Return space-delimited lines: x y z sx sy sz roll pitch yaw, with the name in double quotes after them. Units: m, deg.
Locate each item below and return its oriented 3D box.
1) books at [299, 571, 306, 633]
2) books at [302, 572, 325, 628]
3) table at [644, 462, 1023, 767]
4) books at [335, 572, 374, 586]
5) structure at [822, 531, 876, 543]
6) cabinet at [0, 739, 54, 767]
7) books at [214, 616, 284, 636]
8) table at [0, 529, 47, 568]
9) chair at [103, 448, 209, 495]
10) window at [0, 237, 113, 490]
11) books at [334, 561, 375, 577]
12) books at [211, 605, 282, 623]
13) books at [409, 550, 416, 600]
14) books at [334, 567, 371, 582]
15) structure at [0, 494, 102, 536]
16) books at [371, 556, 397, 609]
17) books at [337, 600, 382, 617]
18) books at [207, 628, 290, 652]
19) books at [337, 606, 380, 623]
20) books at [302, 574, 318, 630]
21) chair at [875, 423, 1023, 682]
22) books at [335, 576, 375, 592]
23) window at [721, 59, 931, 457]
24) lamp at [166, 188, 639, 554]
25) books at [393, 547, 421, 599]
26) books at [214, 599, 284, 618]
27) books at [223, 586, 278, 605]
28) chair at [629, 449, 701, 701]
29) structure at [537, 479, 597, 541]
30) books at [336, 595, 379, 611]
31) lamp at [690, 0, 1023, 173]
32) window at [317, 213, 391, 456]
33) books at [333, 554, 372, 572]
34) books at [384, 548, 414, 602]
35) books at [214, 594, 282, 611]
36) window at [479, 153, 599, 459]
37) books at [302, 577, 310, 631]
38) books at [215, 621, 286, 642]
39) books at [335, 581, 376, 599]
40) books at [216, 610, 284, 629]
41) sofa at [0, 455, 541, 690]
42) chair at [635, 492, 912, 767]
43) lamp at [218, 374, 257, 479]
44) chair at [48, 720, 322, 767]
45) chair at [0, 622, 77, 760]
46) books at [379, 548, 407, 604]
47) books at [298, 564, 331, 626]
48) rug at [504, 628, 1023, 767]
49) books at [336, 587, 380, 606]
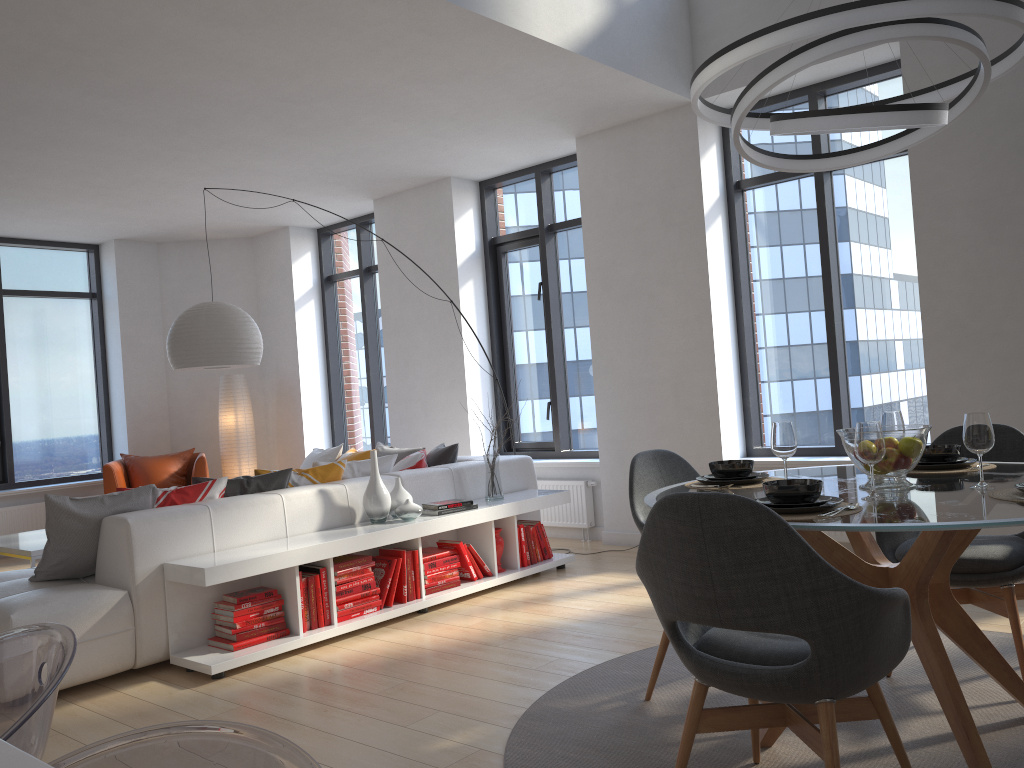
-1.087 1.057 4.325 0.208 0.294 0.036 -5 -1 41 "books"
-1.011 1.068 4.401 0.195 0.259 0.042 -5 -1 41 "books"
1.198 0.703 2.780 1.499 0.764 1.499 -5 -1 30 "table"
-0.863 0.998 4.578 0.178 0.023 0.236 -5 -1 41 "books"
1.998 0.839 5.479 1.015 0.460 0.110 -5 -1 41 "structure"
-1.403 0.002 0.044 4.694 2.501 2.402 -5 -1 41 "cabinet"
-1.243 1.134 4.199 0.266 0.026 0.187 -4 -1 -43 "books"
-2.823 1.198 5.904 1.091 0.435 1.091 -5 -1 41 "table"
-3.307 1.060 8.367 0.896 0.858 0.843 -4 -1 -17 "chair"
-4.878 -0.198 8.456 0.170 2.402 1.960 -5 -1 41 "window"
-0.867 0.949 4.580 0.187 0.026 0.266 -5 -1 35 "books"
-1.260 1.084 4.219 0.191 0.028 0.261 -5 -1 41 "books"
-0.603 1.042 4.857 0.188 0.266 0.028 -5 -1 41 "books"
-0.883 0.976 4.570 0.182 0.025 0.257 -5 -1 41 "books"
-4.495 1.347 8.245 0.110 0.460 1.474 -5 -1 41 "structure"
-0.716 1.056 4.726 0.188 0.247 0.144 -5 -1 41 "books"
-0.839 1.145 4.562 0.188 0.030 0.282 -5 -1 42 "books"
-1.243 1.196 4.193 0.227 0.032 0.301 -5 -1 41 "books"
-0.852 1.175 4.570 0.200 0.029 0.274 -5 -1 41 "books"
-1.044 1.071 4.379 0.207 0.259 0.034 -5 -1 41 "books"
1.725 0.616 3.342 0.655 0.891 0.619 -5 -1 43 "chair"
-0.871 1.024 4.574 0.191 0.027 0.261 -5 -1 37 "books"
2.075 -0.738 5.767 1.310 2.402 0.170 -5 -1 41 "window"
-0.668 -0.054 6.142 3.199 2.647 0.710 -4 -1 -13 "lamp"
-0.574 1.037 4.868 0.181 0.269 0.028 -5 -1 41 "books"
-1.248 1.056 4.211 0.179 0.028 0.269 -5 -1 42 "books"
-1.244 1.003 4.212 0.206 0.029 0.152 -4 -1 -43 "books"
0.770 0.684 3.230 0.655 0.891 0.619 -4 -1 -42 "chair"
0.269 0.983 6.988 1.015 0.460 0.110 -5 -1 41 "structure"
-0.845 1.118 4.563 0.187 0.026 0.266 -5 -1 40 "books"
0.924 -2.986 2.813 1.000 4.513 1.000 -5 -1 43 "lamp"
-1.384 -0.449 8.787 1.310 2.402 0.170 -5 -1 41 "window"
-0.888 0.921 4.572 0.206 0.034 0.259 -5 -1 38 "books"
-0.630 1.041 4.840 0.215 0.270 0.038 -5 -1 41 "books"
-1.254 1.030 4.212 0.178 0.025 0.254 -5 -1 40 "books"
0.346 -0.593 7.277 1.310 2.402 0.170 -5 -1 41 "window"
-1.066 1.073 4.353 0.181 0.255 0.031 -5 -1 41 "books"
-1.241 1.163 4.211 0.206 0.034 0.259 -5 -1 44 "books"
-0.879 1.057 4.586 0.206 0.039 0.279 -5 -1 42 "books"
-1.243 1.108 4.211 0.182 0.025 0.257 -5 -1 41 "books"
-1.882 0.990 5.688 2.614 0.732 3.424 -5 -1 41 "sofa"
0.662 0.681 2.245 0.655 0.891 0.619 -5 -1 43 "chair"
-2.538 0.665 8.860 0.804 1.550 0.502 -4 -1 1 "lamp"
-0.370 0.792 0.839 0.475 0.787 0.434 -4 -1 4 "chair"
-0.822 0.805 1.232 0.475 0.838 0.434 -5 -1 39 "chair"
-0.643 1.037 4.801 0.199 0.282 0.046 -5 -1 41 "books"
-0.994 1.052 4.431 0.214 0.291 0.049 -5 -1 41 "books"
1.220 1.090 2.768 2.499 0.010 2.499 -4 -1 14 "rug"
-0.872 1.092 4.590 0.227 0.032 0.301 -5 -1 41 "books"
